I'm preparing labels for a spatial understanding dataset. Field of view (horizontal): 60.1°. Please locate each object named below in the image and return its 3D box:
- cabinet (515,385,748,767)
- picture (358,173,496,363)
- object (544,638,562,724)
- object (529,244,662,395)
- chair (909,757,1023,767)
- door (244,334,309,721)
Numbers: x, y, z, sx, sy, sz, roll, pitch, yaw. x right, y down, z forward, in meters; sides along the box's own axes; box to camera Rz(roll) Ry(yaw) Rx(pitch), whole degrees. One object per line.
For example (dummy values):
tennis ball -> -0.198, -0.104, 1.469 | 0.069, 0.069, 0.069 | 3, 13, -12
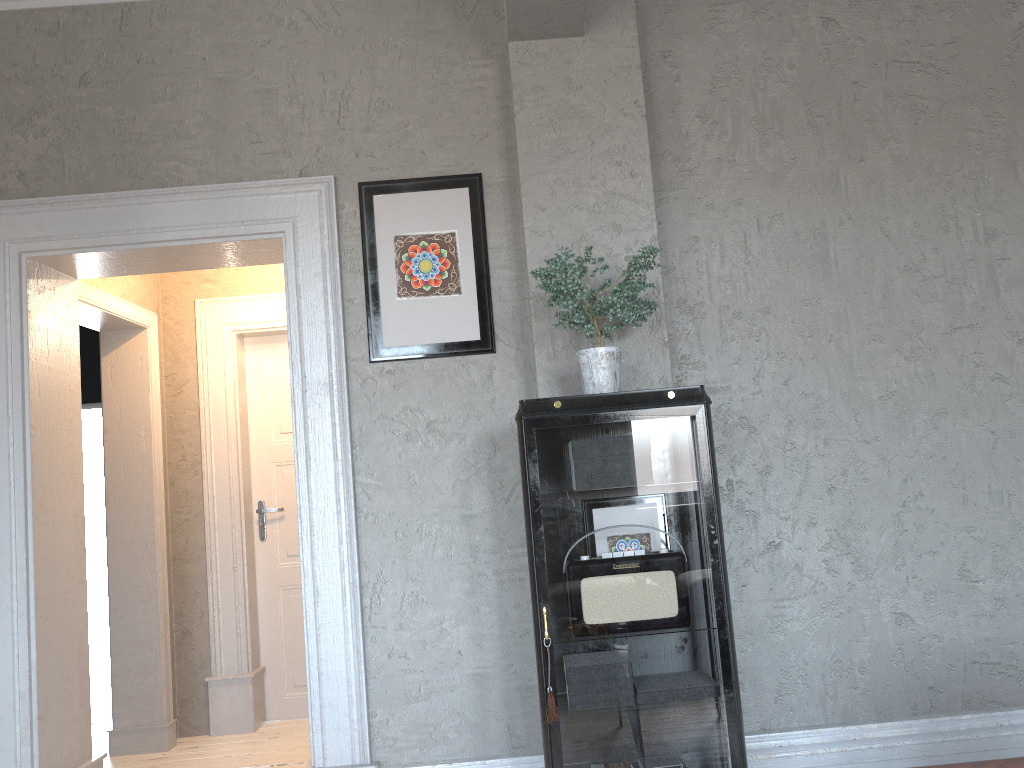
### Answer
cabinet -> 0.357, 0.767, 2.667 | 0.618, 1.471, 0.348 | -5, -6, -1
picture -> -0.314, -0.429, 3.249 | 0.459, 0.677, 0.020 | -5, -6, -2
object -> 0.104, 0.832, 2.485 | 0.046, 0.233, 0.039 | 1, -8, -43
object -> 0.285, -0.213, 2.771 | 0.394, 0.506, 0.419 | -6, -6, 16
chair -> 0.691, 0.939, 1.006 | 0.508, 0.720, 1.017 | -5, -6, 0
door -> -1.090, 0.776, 5.093 | 0.804, 2.191, 0.080 | -4, -6, -2
